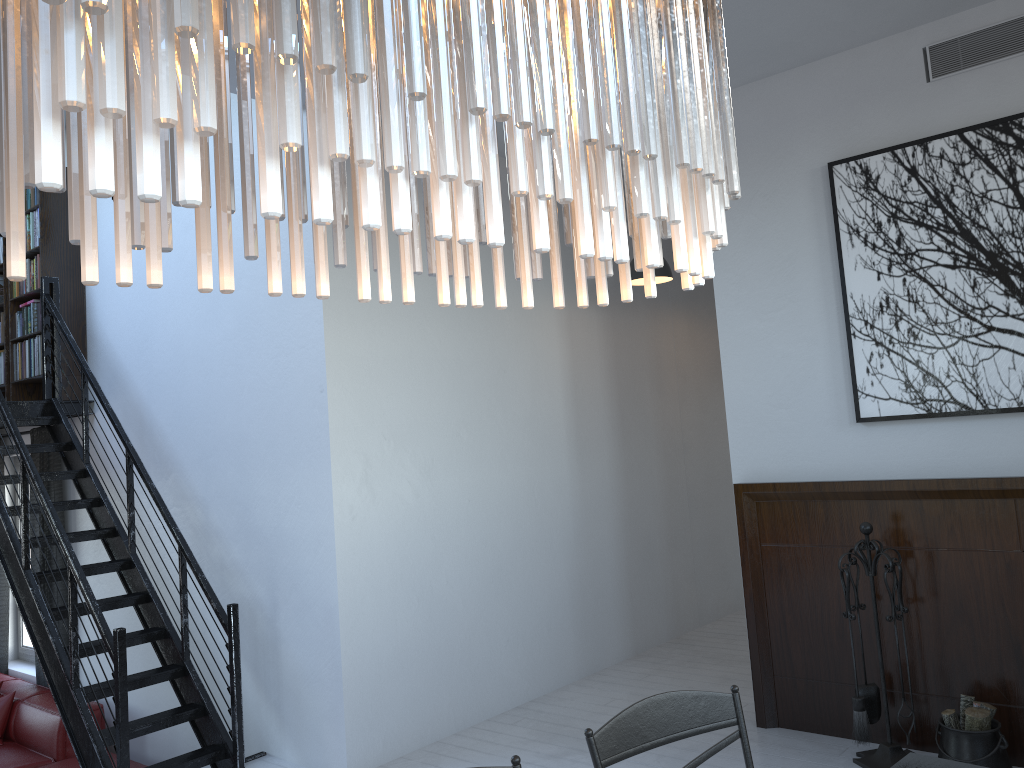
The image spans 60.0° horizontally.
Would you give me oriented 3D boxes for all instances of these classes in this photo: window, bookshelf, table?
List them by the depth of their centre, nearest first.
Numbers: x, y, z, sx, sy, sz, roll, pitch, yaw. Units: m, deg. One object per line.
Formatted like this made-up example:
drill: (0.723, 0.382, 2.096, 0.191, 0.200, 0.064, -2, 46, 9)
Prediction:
table: (0.617, 1.233, 1.164, 1.996, 0.699, 0.888, -1, -6, -45)
bookshelf: (-4.758, -0.645, 4.731, 3.080, 1.621, 4.474, -8, -5, 40)
window: (-3.543, 1.332, 6.733, 1.164, 1.611, 0.133, -8, -7, 40)

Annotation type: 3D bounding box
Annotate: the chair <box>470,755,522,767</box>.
chair: (0.065, 1.162, 1.375, 0.496, 0.968, 0.501, 0, -7, -42)

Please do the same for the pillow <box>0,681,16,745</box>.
pillow: (-4.261, 2.204, 5.958, 1.957, 0.403, 0.979, -4, -4, -7)

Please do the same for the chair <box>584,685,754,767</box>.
chair: (0.493, 1.151, 1.725, 0.496, 0.968, 0.501, -2, -6, -26)

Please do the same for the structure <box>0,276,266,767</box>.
structure: (-4.063, 0.940, 4.073, 4.603, 3.365, 4.487, -8, -5, 40)

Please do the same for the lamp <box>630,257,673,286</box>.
lamp: (0.824, -1.069, 5.563, 0.296, 0.863, 0.295, -5, -5, 6)

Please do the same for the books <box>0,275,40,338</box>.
books: (-4.677, -0.592, 4.654, 1.594, 1.143, 4.334, -8, -5, 40)

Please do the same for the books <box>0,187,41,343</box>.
books: (-4.451, -0.753, 4.479, 2.199, 1.413, 4.375, -8, -5, 40)

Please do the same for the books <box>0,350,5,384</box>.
books: (-5.444, -0.640, 5.289, 1.282, 1.433, 4.434, -8, -5, 42)

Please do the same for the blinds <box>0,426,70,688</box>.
blinds: (-3.796, 1.544, 6.613, 1.747, 2.388, 0.526, -6, -6, 22)

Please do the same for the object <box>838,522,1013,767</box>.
object: (1.756, 1.130, 3.846, 0.634, 1.055, 0.321, -8, -7, 36)

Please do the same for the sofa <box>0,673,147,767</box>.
sofa: (-3.819, 2.353, 5.019, 3.271, 0.658, 2.541, -7, -5, 40)

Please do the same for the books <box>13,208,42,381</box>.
books: (-4.847, -0.703, 4.839, 1.167, 1.409, 4.382, -8, -5, 40)

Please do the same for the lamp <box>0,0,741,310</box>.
lamp: (-0.260, -0.894, 0.668, 1.272, 1.632, 0.439, 0, -7, -44)

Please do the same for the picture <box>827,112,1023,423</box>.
picture: (2.589, -0.573, 3.477, 2.583, 1.284, 0.037, -7, -6, 40)
